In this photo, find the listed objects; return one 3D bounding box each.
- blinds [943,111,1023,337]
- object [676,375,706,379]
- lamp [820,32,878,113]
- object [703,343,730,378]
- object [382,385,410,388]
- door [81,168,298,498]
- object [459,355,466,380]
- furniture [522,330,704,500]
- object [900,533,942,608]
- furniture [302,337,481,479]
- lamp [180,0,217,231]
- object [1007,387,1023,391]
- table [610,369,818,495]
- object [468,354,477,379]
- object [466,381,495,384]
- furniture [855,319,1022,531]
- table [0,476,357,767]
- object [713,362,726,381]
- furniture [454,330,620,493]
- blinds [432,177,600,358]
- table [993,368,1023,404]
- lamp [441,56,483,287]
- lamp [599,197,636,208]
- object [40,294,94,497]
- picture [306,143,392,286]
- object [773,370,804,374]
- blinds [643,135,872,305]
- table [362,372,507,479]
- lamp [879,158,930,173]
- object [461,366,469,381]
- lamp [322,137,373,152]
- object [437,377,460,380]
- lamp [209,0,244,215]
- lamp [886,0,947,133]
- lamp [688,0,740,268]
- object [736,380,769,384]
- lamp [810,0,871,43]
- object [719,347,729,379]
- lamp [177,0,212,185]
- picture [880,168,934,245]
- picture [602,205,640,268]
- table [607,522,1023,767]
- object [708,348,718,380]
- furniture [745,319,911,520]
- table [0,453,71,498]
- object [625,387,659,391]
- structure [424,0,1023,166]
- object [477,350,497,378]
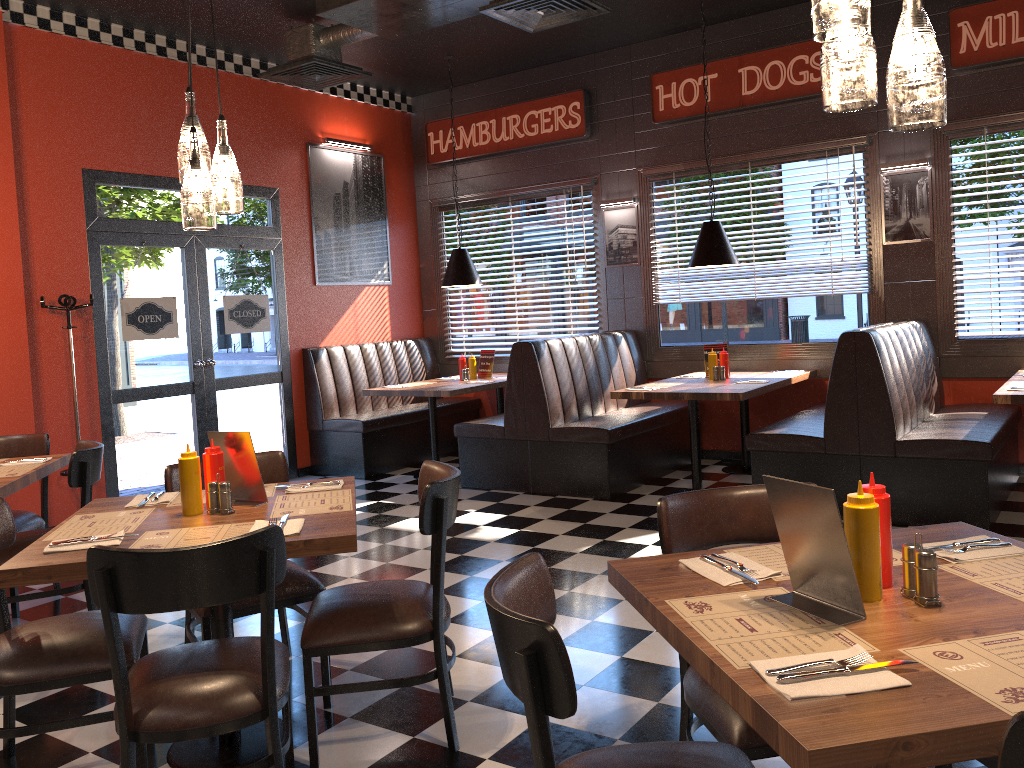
[{"bbox_3d":[3.944,-1.111,5.925,1.868,1.550,0.101,-1,3,35],"label":"blinds"},{"bbox_3d":[1.428,-0.058,6.954,0.255,0.019,0.158,0,6,34],"label":"object"},{"bbox_3d":[0.631,-1.542,1.763,0.108,1.962,0.108,-4,2,-13],"label":"lamp"},{"bbox_3d":[1.595,-0.184,6.909,0.188,0.256,0.072,-3,2,5],"label":"object"},{"bbox_3d":[-0.990,0.018,7.681,0.255,0.019,0.158,0,6,35],"label":"object"},{"bbox_3d":[-2.488,-0.353,7.115,0.128,2.567,1.805,-2,3,35],"label":"door"},{"bbox_3d":[-0.451,-0.159,8.101,0.068,0.237,0.068,-3,2,4],"label":"object"},{"bbox_3d":[0.876,0.163,7.140,0.705,1.152,1.714,-1,5,35],"label":"furniture"},{"bbox_3d":[0.806,0.361,1.752,0.047,0.136,0.094,-3,3,-5],"label":"object"},{"bbox_3d":[-1.086,0.160,8.500,0.705,1.152,1.714,-1,5,35],"label":"furniture"},{"bbox_3d":[-1.054,-1.474,2.798,0.109,1.962,0.108,-5,3,-43],"label":"lamp"},{"bbox_3d":[2.936,0.023,4.987,0.255,0.019,0.158,0,6,36],"label":"object"},{"bbox_3d":[1.584,0.355,6.655,0.956,0.772,1.697,-1,5,35],"label":"table"},{"bbox_3d":[-0.360,-0.163,8.083,0.068,0.237,0.068,-3,2,4],"label":"object"},{"bbox_3d":[-0.291,-0.018,7.629,0.255,0.019,0.158,0,6,33],"label":"object"},{"bbox_3d":[2.839,0.167,5.779,0.705,1.152,1.714,-1,5,35],"label":"furniture"},{"bbox_3d":[-0.983,0.817,2.946,0.960,0.772,0.958,-4,4,-10],"label":"table"},{"bbox_3d":[1.547,-0.095,6.618,0.093,0.136,0.047,-3,3,5],"label":"object"},{"bbox_3d":[0.297,0.162,7.542,0.705,1.152,1.714,-1,5,35],"label":"furniture"},{"bbox_3d":[0.017,-1.077,8.650,1.868,1.632,0.099,-1,3,35],"label":"blinds"},{"bbox_3d":[3.534,0.359,5.303,0.956,0.772,1.697,-1,5,35],"label":"table"},{"bbox_3d":[-0.509,-1.900,7.933,0.382,2.040,0.382,-4,2,-6],"label":"lamp"},{"bbox_3d":[0.946,-1.624,7.935,0.334,0.056,0.081,0,5,35],"label":"lamp"},{"bbox_3d":[-2.956,0.225,6.014,0.375,1.655,0.374,-5,3,-33],"label":"object"},{"bbox_3d":[-1.547,-1.603,8.518,0.016,1.299,1.026,-2,4,35],"label":"picture"},{"bbox_3d":[2.141,-0.096,6.926,0.255,0.019,0.158,0,6,36],"label":"object"},{"bbox_3d":[1.972,-1.287,7.278,1.868,1.203,0.100,0,4,35],"label":"blinds"},{"bbox_3d":[-0.388,0.351,8.022,0.956,0.772,1.697,-1,5,35],"label":"table"},{"bbox_3d":[2.912,-1.620,6.572,0.334,0.056,0.081,0,5,35],"label":"lamp"},{"bbox_3d":[-0.420,-0.099,7.981,0.046,0.136,0.094,-1,4,35],"label":"object"},{"bbox_3d":[-1.570,-2.283,8.459,0.081,0.056,0.612,0,6,35],"label":"lamp"},{"bbox_3d":[-0.560,-0.058,8.282,0.255,0.019,0.158,0,6,30],"label":"object"},{"bbox_3d":[-1.000,-1.546,2.904,0.108,1.962,0.109,-3,2,17],"label":"lamp"},{"bbox_3d":[0.743,-1.484,1.707,0.109,1.962,0.108,-5,3,-43],"label":"lamp"},{"bbox_3d":[1.449,-1.896,6.576,0.382,2.040,0.383,-3,2,16],"label":"lamp"},{"bbox_3d":[1.690,-0.017,6.298,0.255,0.019,0.158,0,6,31],"label":"object"},{"bbox_3d":[0.569,-1.640,1.640,0.108,1.962,0.109,-3,2,7],"label":"lamp"},{"bbox_3d":[1.613,-0.161,6.736,0.068,0.237,0.068,-2,3,18],"label":"object"},{"bbox_3d":[-1.124,-1.656,2.956,0.108,1.962,0.108,-4,2,-8],"label":"lamp"},{"bbox_3d":[2.945,-1.322,6.614,0.351,0.536,0.012,-1,3,35],"label":"picture"},{"bbox_3d":[0.982,-1.326,7.975,0.351,0.536,0.012,-1,3,35],"label":"picture"},{"bbox_3d":[0.810,0.814,1.774,0.960,0.772,0.958,-4,4,-10],"label":"table"},{"bbox_3d":[1.523,-0.154,6.713,0.068,0.237,0.068,-2,3,18],"label":"object"},{"bbox_3d":[2.259,0.166,6.181,0.705,1.152,1.714,-1,5,35],"label":"furniture"},{"bbox_3d":[-2.663,0.816,4.079,0.960,0.772,0.958,-4,4,-10],"label":"table"},{"bbox_3d":[0.938,0.029,6.253,0.255,0.019,0.158,1,6,40],"label":"object"},{"bbox_3d":[3.764,-2.450,5.891,11.257,0.438,0.120,0,4,35],"label":"structure"},{"bbox_3d":[-0.236,-0.186,8.155,0.188,0.256,0.072,0,4,45],"label":"object"}]
